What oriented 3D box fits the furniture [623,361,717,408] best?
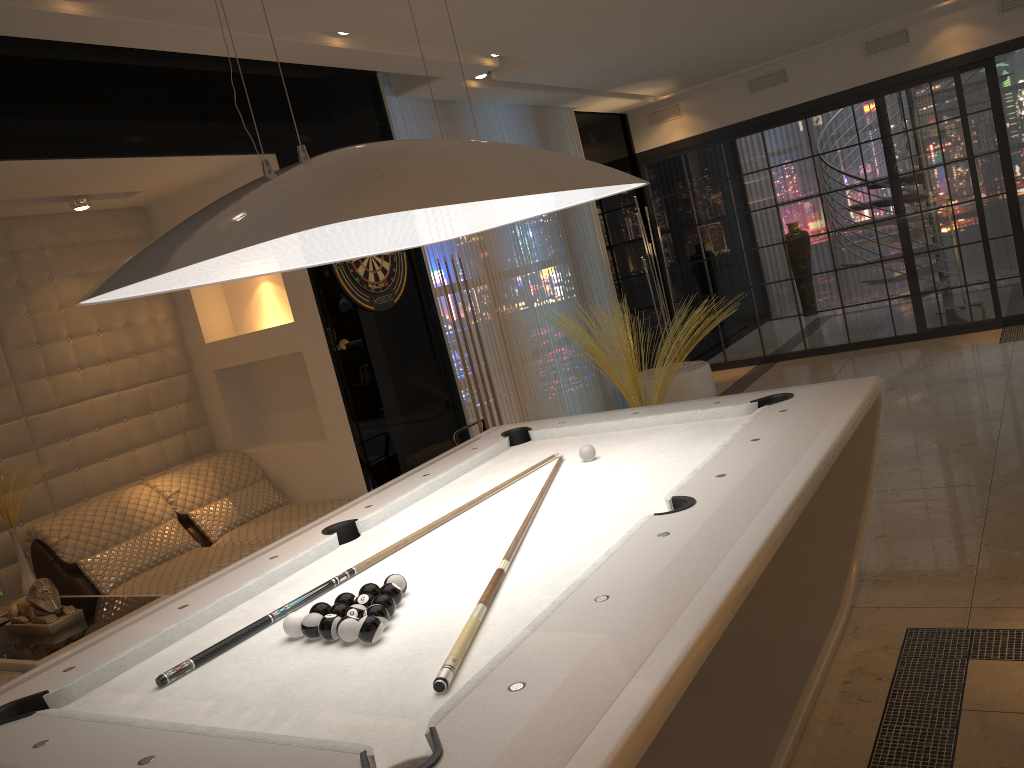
[{"bbox_3d":[1.297,0.049,7.307,0.735,0.357,0.735,-13,7,5],"label":"furniture"}]

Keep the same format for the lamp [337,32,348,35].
[{"bbox_3d":[-0.764,-1.652,4.014,0.107,0.127,0.107,-12,7,14],"label":"lamp"}]

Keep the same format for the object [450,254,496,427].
[{"bbox_3d":[-0.141,0.064,4.958,0.026,1.605,0.027,-16,8,-19],"label":"object"}]

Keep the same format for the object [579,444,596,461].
[{"bbox_3d":[0.254,0.232,2.986,0.057,0.057,0.057,-14,7,3],"label":"object"}]

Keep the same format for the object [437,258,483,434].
[{"bbox_3d":[-0.220,0.079,5.010,0.026,1.605,0.027,-16,8,-19],"label":"object"}]

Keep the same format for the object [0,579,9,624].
[{"bbox_3d":[-2.445,0.859,3.949,0.124,0.522,0.247,-9,9,33],"label":"object"}]

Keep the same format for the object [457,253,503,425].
[{"bbox_3d":[-0.101,0.058,4.932,0.026,1.605,0.027,-16,8,-19],"label":"object"}]

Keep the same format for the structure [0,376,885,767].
[{"bbox_3d":[0.028,0.755,2.498,1.659,0.812,2.912,-9,9,33],"label":"structure"}]

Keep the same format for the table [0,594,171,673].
[{"bbox_3d":[-1.992,1.265,3.871,1.143,0.457,0.608,-9,9,33],"label":"table"}]

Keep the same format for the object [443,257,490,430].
[{"bbox_3d":[-0.180,0.072,4.984,0.026,1.605,0.027,-16,8,-19],"label":"object"}]

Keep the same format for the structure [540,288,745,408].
[{"bbox_3d":[0.992,-0.150,6.299,1.282,1.142,1.275,-15,7,-11],"label":"structure"}]

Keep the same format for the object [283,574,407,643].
[{"bbox_3d":[-0.387,0.520,1.998,0.265,0.057,0.299,-13,7,8],"label":"object"}]

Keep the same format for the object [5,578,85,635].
[{"bbox_3d":[-2.024,0.935,3.791,0.344,0.217,0.155,-9,9,33],"label":"object"}]

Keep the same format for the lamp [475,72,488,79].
[{"bbox_3d":[-0.208,-1.998,5.604,0.107,0.127,0.107,-20,9,-38],"label":"lamp"}]

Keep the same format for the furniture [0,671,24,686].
[{"bbox_3d":[-2.518,1.316,3.058,1.107,0.810,1.312,-9,9,33],"label":"furniture"}]

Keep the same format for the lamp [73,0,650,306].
[{"bbox_3d":[-0.392,-0.872,2.291,0.939,0.995,1.578,-9,9,33],"label":"lamp"}]

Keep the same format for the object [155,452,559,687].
[{"bbox_3d":[-0.297,0.443,2.526,0.028,0.026,1.605,-8,9,38],"label":"object"}]

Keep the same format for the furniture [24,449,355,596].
[{"bbox_3d":[-1.558,0.870,4.645,1.107,0.810,1.312,-9,9,33],"label":"furniture"}]

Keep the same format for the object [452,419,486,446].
[{"bbox_3d":[-0.211,0.379,5.088,0.032,0.297,0.330,-9,9,33],"label":"object"}]

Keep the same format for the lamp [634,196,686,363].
[{"bbox_3d":[1.333,-0.802,8.025,0.200,1.801,0.418,-9,9,33],"label":"lamp"}]

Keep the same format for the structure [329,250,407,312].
[{"bbox_3d":[-0.827,-0.748,5.111,0.048,0.669,0.669,-9,9,33],"label":"structure"}]

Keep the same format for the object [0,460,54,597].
[{"bbox_3d":[-2.280,0.696,4.149,0.388,0.718,0.390,-11,8,24],"label":"object"}]

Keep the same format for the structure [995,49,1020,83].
[{"bbox_3d":[3.249,-2.617,9.011,3.425,4.134,1.964,-9,9,33],"label":"structure"}]

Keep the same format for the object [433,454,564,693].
[{"bbox_3d":[0.024,0.390,2.325,0.028,0.026,1.605,-12,7,13],"label":"object"}]

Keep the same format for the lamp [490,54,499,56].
[{"bbox_3d":[-0.097,-1.962,5.122,0.107,0.127,0.107,-20,9,-38],"label":"lamp"}]

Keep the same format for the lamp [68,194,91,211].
[{"bbox_3d":[-2.211,-0.951,4.527,0.107,0.127,0.107,-12,7,14],"label":"lamp"}]
